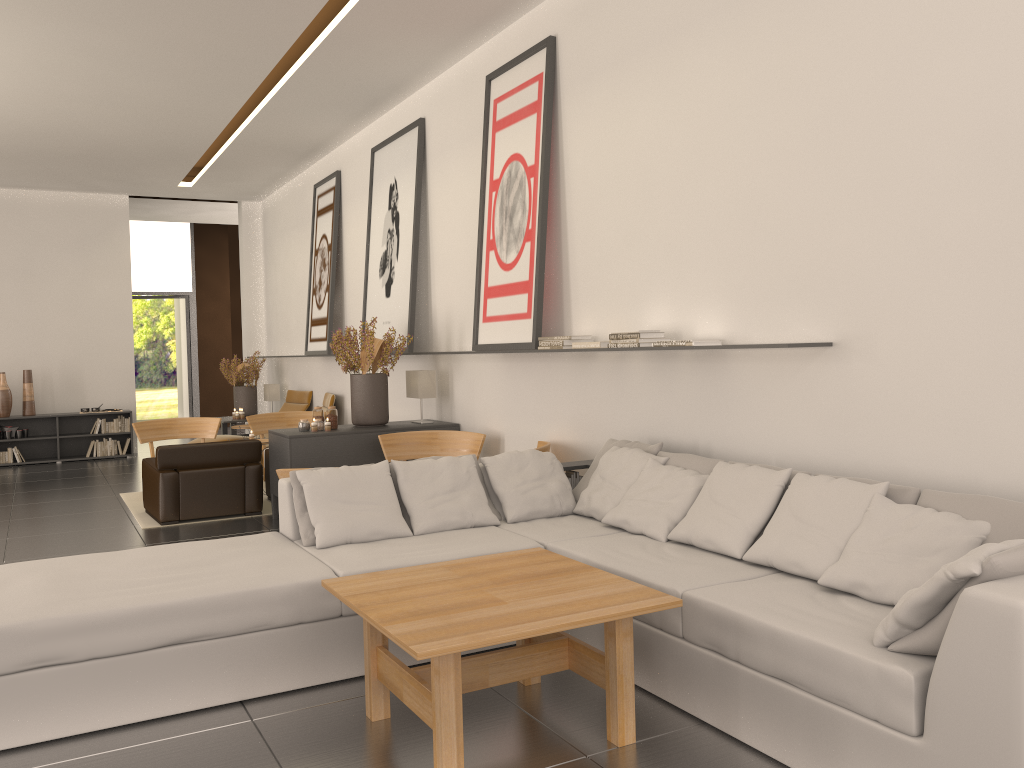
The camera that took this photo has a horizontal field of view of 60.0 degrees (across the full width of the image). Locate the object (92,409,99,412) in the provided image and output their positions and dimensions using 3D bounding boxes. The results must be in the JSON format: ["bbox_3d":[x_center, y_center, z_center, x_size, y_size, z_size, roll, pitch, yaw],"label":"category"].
[{"bbox_3d":[-9.631,0.616,20.340,0.292,0.058,0.086,-4,3,-41],"label":"object"}]

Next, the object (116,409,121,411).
[{"bbox_3d":[-9.082,0.605,20.483,0.112,0.040,0.034,-3,2,-39],"label":"object"}]

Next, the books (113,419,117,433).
[{"bbox_3d":[-9.162,0.961,20.470,0.054,0.311,0.244,-2,2,-28],"label":"books"}]

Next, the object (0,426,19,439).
[{"bbox_3d":[-11.124,1.049,19.613,0.413,0.309,0.142,-2,1,-14],"label":"object"}]

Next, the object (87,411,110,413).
[{"bbox_3d":[-9.458,0.636,20.288,0.515,0.015,0.014,-3,2,-30],"label":"object"}]

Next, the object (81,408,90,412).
[{"bbox_3d":[-9.869,0.604,20.501,0.188,0.082,0.188,-1,2,22],"label":"object"}]

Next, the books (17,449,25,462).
[{"bbox_3d":[-10.831,1.574,19.570,0.142,0.289,0.252,-2,2,-28],"label":"books"}]

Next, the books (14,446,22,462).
[{"bbox_3d":[-10.888,1.545,19.549,0.138,0.354,0.236,-2,2,-28],"label":"books"}]

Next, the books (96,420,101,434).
[{"bbox_3d":[-9.473,0.972,20.299,0.130,0.322,0.252,-2,2,-28],"label":"books"}]

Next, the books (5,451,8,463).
[{"bbox_3d":[-11.101,1.605,19.474,0.054,0.249,0.167,-2,2,-28],"label":"books"}]

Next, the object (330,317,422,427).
[{"bbox_3d":[-1.825,-0.194,12.598,1.422,1.553,1.437,-2,2,-16],"label":"object"}]

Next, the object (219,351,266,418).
[{"bbox_3d":[-6.330,0.004,20.805,0.927,1.553,1.587,-2,2,0],"label":"object"}]

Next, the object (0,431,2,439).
[{"bbox_3d":[-11.241,1.126,19.398,0.135,0.178,0.136,-2,2,-27],"label":"object"}]

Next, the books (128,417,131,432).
[{"bbox_3d":[-8.895,0.935,20.609,0.022,0.338,0.253,-2,2,-28],"label":"books"}]

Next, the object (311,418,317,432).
[{"bbox_3d":[-2.636,0.541,11.821,0.076,0.187,0.076,-2,1,-12],"label":"object"}]

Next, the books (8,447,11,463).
[{"bbox_3d":[-11.047,1.563,19.491,0.054,0.328,0.187,-2,2,-28],"label":"books"}]

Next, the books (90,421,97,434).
[{"bbox_3d":[-9.557,0.991,20.253,0.142,0.289,0.252,-2,2,-28],"label":"books"}]

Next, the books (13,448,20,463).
[{"bbox_3d":[-10.917,1.563,19.524,0.130,0.322,0.252,-2,2,-28],"label":"books"}]

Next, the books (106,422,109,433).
[{"bbox_3d":[-9.327,0.998,20.426,0.054,0.249,0.167,-2,2,-28],"label":"books"}]

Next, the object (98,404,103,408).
[{"bbox_3d":[-9.644,0.541,20.652,0.086,0.152,0.262,-1,2,29],"label":"object"}]

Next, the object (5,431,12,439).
[{"bbox_3d":[-11.029,1.119,19.427,0.135,0.178,0.136,-2,2,-27],"label":"object"}]

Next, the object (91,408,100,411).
[{"bbox_3d":[-9.670,0.595,20.603,0.188,0.082,0.188,-2,2,-14],"label":"object"}]

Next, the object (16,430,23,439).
[{"bbox_3d":[-10.860,1.110,19.550,0.135,0.178,0.136,-1,2,32],"label":"object"}]

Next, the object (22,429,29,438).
[{"bbox_3d":[-10.861,1.101,19.783,0.135,0.178,0.136,-2,2,-22],"label":"object"}]

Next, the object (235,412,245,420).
[{"bbox_3d":[-6.189,0.708,20.184,0.207,0.187,0.111,-3,2,-41],"label":"object"}]

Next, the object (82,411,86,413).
[{"bbox_3d":[-9.802,0.632,20.298,0.112,0.040,0.034,-1,2,16],"label":"object"}]

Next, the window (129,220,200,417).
[{"bbox_3d":[-14.571,-2.021,25.741,10.312,7.378,0.100,-3,2,-28],"label":"window"}]

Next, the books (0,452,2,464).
[{"bbox_3d":[-11.199,1.610,19.421,0.054,0.249,0.167,-2,2,-28],"label":"books"}]

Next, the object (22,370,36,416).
[{"bbox_3d":[-10.825,0.196,19.839,0.262,1.025,0.262,-2,1,-25],"label":"object"}]

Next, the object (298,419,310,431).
[{"bbox_3d":[-2.808,0.555,11.975,0.157,0.158,0.158,0,2,35],"label":"object"}]

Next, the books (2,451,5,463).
[{"bbox_3d":[-11.150,1.608,19.447,0.054,0.249,0.167,-2,2,-28],"label":"books"}]

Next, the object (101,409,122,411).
[{"bbox_3d":[-9.309,0.609,20.618,0.405,0.034,0.293,-1,2,19],"label":"object"}]

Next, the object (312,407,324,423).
[{"bbox_3d":[-2.654,0.460,12.150,0.157,0.325,0.157,-3,2,-36],"label":"object"}]

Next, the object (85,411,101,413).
[{"bbox_3d":[-9.536,0.638,20.289,0.515,0.015,0.014,-3,2,-36],"label":"object"}]

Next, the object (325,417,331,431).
[{"bbox_3d":[-2.458,0.536,11.830,0.080,0.187,0.080,-2,1,-19],"label":"object"}]

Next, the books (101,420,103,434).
[{"bbox_3d":[-9.411,0.976,20.339,0.017,0.305,0.239,-2,2,-28],"label":"books"}]

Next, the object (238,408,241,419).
[{"bbox_3d":[-6.229,0.671,20.317,0.104,0.254,0.104,-1,1,22],"label":"object"}]

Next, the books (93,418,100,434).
[{"bbox_3d":[-9.509,0.957,20.288,0.138,0.354,0.236,-2,2,-28],"label":"books"}]

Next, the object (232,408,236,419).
[{"bbox_3d":[-6.324,0.677,20.236,0.108,0.254,0.108,-1,1,26],"label":"object"}]

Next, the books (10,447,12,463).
[{"bbox_3d":[-10.998,1.564,19.479,0.019,0.324,0.254,-2,2,-28],"label":"books"}]

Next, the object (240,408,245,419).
[{"bbox_3d":[-6.154,0.673,20.217,0.104,0.254,0.104,-1,1,22],"label":"object"}]

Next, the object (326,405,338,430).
[{"bbox_3d":[-2.462,0.455,12.127,0.157,0.325,0.158,-1,1,9],"label":"object"}]

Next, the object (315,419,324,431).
[{"bbox_3d":[-2.615,0.550,11.953,0.157,0.158,0.158,0,2,35],"label":"object"}]

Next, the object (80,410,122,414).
[{"bbox_3d":[-9.489,0.638,20.484,0.894,0.003,0.671,-3,3,-26],"label":"object"}]
